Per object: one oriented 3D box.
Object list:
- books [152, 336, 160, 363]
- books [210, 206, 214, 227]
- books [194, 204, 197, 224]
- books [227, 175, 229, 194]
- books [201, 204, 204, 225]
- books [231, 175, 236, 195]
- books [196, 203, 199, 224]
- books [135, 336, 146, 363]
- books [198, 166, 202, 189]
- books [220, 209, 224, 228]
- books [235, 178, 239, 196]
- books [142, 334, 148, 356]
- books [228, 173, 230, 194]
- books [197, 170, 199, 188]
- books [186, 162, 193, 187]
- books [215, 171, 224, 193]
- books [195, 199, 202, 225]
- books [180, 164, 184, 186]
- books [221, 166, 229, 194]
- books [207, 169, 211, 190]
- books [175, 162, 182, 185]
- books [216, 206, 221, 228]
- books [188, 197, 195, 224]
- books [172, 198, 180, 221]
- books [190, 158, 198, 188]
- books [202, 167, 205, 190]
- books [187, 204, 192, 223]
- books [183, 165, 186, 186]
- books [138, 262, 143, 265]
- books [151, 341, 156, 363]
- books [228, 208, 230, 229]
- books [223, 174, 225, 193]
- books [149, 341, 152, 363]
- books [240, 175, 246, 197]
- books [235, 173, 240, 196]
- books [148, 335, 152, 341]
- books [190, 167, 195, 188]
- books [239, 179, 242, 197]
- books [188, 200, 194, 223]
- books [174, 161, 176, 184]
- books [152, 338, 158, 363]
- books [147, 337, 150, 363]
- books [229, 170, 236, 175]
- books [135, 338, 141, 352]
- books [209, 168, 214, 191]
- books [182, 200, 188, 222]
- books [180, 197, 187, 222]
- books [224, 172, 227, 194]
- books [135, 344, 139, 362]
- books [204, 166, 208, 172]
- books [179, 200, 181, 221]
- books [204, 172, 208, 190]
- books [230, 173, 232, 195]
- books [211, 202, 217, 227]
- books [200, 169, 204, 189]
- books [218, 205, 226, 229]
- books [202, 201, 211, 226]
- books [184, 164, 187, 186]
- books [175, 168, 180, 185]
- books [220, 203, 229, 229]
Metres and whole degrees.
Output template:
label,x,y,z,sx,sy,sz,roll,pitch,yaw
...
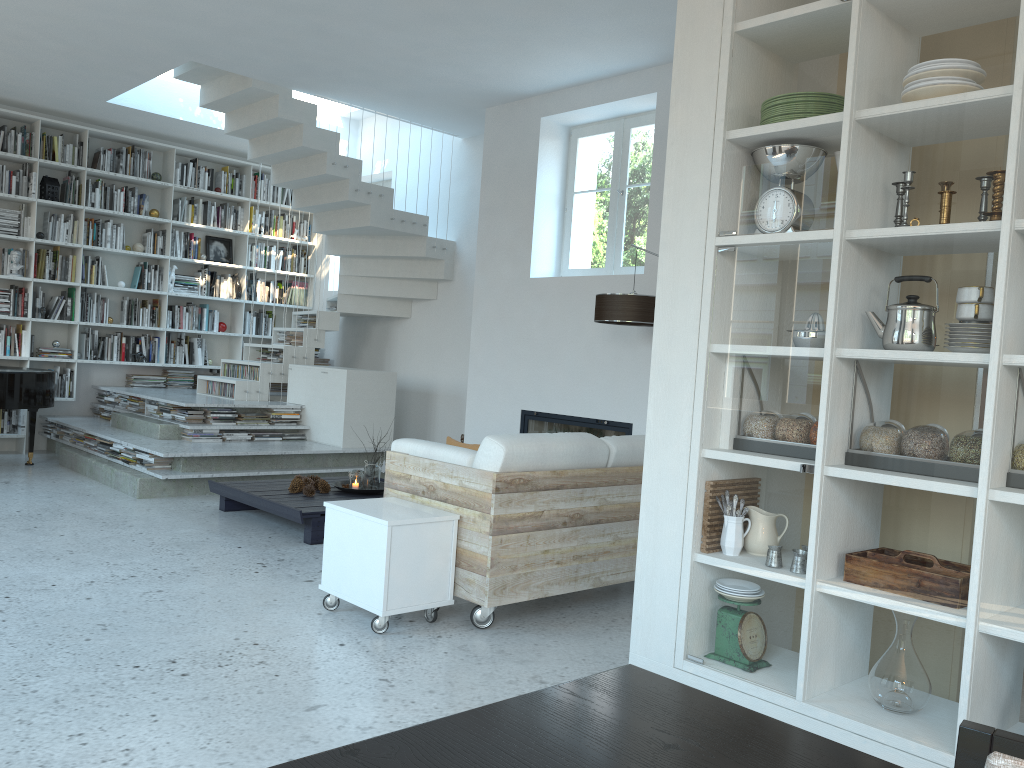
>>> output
label,x,y,z,sx,sy,sz,roll,pitch,yaw
books,-3.708,-0.356,9.238,0.025,0.272,0.171,2,3,-43
books,-3.249,-1.783,9.498,0.030,0.230,0.187,2,3,-43
books,-3.388,-1.787,9.397,0.030,0.224,0.157,2,3,-43
books,-3.107,-2.143,9.605,0.007,0.226,0.170,2,3,-43
books,-3.334,-1.792,9.452,0.025,0.238,0.142,2,3,-43
books,-3.064,-2.145,9.646,0.018,0.235,0.186,2,3,-43
books,-3.378,-1.793,9.426,0.024,0.236,0.146,2,3,-43
books,-3.824,-0.358,9.131,0.070,0.266,0.185,2,3,-43
books,-3.337,-2.171,9.395,0.014,0.262,0.168,2,3,-43
books,-3.168,-1.774,9.589,0.031,0.217,0.165,2,3,-43
books,-3.038,-2.132,9.679,0.029,0.210,0.169,2,3,-43
books,-3.799,-0.371,9.166,0.013,0.294,0.134,2,3,-43
books,-3.098,-2.154,9.622,0.031,0.249,0.164,2,3,-43
books,-3.368,-2.152,9.395,0.030,0.220,0.133,2,3,-43
books,-3.417,-2.183,9.327,0.048,0.278,0.150,2,3,-43
books,-3.156,-2.160,9.558,0.019,0.256,0.169,2,3,-43
books,-3.344,-1.817,9.426,0.026,0.288,0.156,2,3,-43
books,-3.477,-2.167,9.261,0.026,0.242,0.184,2,3,-43
books,-3.114,-2.191,9.604,0.007,0.321,0.165,2,3,-43
books,-3.270,-2.165,9.484,0.012,0.254,0.160,2,3,-43
books,-3.499,-2.173,9.247,0.025,0.251,0.178,2,3,-43
books,-3.188,-1.786,9.559,0.014,0.240,0.189,2,3,-43
books,-3.401,-1.824,9.382,0.011,0.296,0.162,2,3,-43
books,-3.517,-1.808,9.281,0.012,0.254,0.160,2,3,-43
books,-3.364,-2.207,9.361,0.014,0.332,0.180,2,3,-43
books,-3.315,-2.166,9.429,0.021,0.254,0.151,2,3,-43
books,-3.428,-1.780,9.344,0.025,0.207,0.175,2,3,-43
books,-3.464,-2.161,9.284,0.024,0.231,0.168,2,3,-43
books,-3.812,-1.104,9.095,0.016,0.290,0.135,2,3,-43
books,-3.742,-0.335,9.199,0.025,0.228,0.175,2,3,-43
books,-3.112,-1.787,9.647,0.011,0.249,0.151,2,3,-43
books,-3.149,-2.142,9.570,0.008,0.220,0.182,2,3,-43
books,-3.769,-0.333,9.182,0.013,0.220,0.168,2,3,-43
books,-2.976,-2.156,9.736,0.026,0.263,0.163,2,3,-43
books,-3.028,-2.167,9.709,0.025,0.279,0.136,2,3,-43
books,-3.775,-0.365,9.208,0.012,0.282,0.143,2,3,-43
books,-3.391,-2.158,9.355,0.030,0.231,0.148,2,3,-43
books,-3.013,-2.132,9.734,0.031,0.211,0.131,2,3,-43
books,-3.410,-1.806,9.364,0.026,0.261,0.167,2,3,-43
books,-3.541,-2.182,9.230,0.014,0.264,0.140,2,3,-43
books,-3.727,-0.350,9.221,0.026,0.258,0.156,2,3,-43
books,-3.788,-0.356,9.179,0.021,0.265,0.150,2,3,-43
books,-3.061,-2.178,9.672,0.020,0.299,0.131,2,3,-43
books,-3.856,-0.351,9.109,0.012,0.249,0.164,2,3,-43
books,-3.246,-2.165,9.489,0.030,0.257,0.164,2,3,-43
books,-3.461,-1.804,9.342,0.026,0.251,0.130,2,3,-43
books,-3.482,-1.821,9.309,0.051,0.282,0.166,2,3,-43
books,-3.137,-2.157,9.587,0.016,0.252,0.188,2,3,-43
books,-3.870,-0.318,9.097,0.025,0.181,0.169,2,3,-43
books,-3.293,-2.178,9.465,0.012,0.279,0.153,2,3,-43
books,-3.507,-1.799,9.288,0.013,0.237,0.141,2,3,-43
books,-3.291,-2.139,9.435,0.024,0.202,0.190,2,3,-43
books,-3.090,-2.158,9.649,0.017,0.257,0.146,2,3,-43
books,-3.225,-1.810,9.555,0.048,0.283,0.162,2,3,-43
books,-3.325,-2.158,9.408,0.022,0.236,0.172,2,3,-43
books,-3.152,-1.797,9.613,0.023,0.264,0.156,2,3,-43
books,-3.277,-1.801,9.433,0.032,0.265,0.245,2,3,-43
books,-3.457,-2.171,9.314,0.027,0.249,0.140,2,3,-43
books,-3.511,-2.139,9.223,0.022,0.182,0.189,2,3,-43
books,-3.126,-1.810,9.618,0.022,0.294,0.180,2,3,-43
